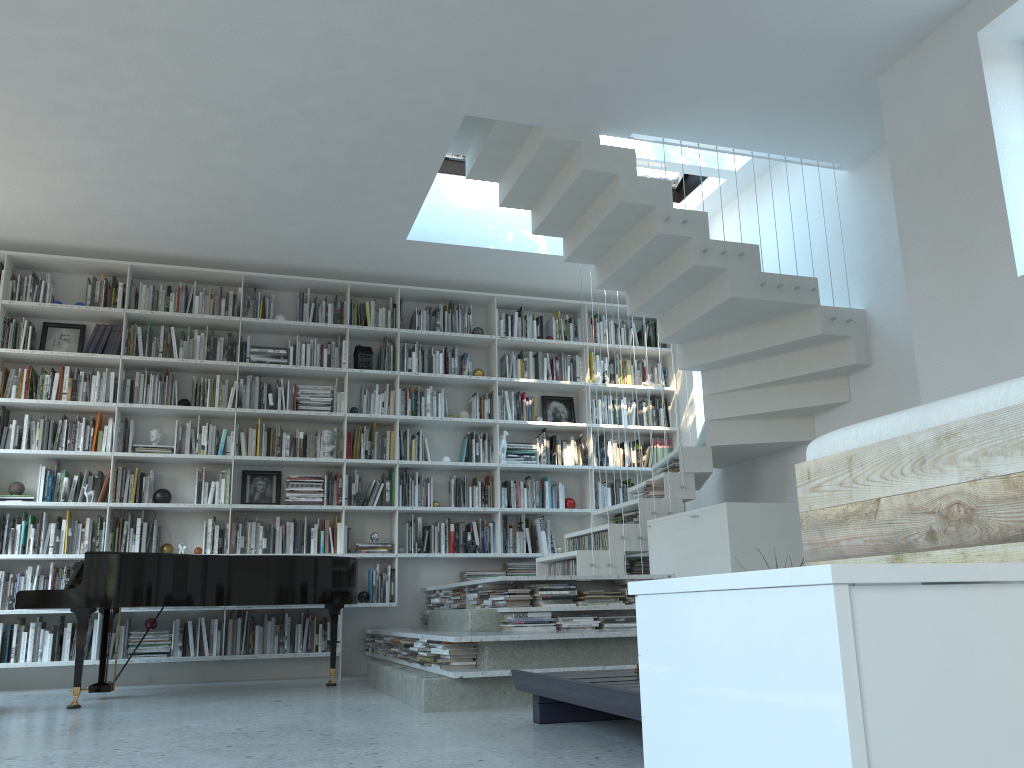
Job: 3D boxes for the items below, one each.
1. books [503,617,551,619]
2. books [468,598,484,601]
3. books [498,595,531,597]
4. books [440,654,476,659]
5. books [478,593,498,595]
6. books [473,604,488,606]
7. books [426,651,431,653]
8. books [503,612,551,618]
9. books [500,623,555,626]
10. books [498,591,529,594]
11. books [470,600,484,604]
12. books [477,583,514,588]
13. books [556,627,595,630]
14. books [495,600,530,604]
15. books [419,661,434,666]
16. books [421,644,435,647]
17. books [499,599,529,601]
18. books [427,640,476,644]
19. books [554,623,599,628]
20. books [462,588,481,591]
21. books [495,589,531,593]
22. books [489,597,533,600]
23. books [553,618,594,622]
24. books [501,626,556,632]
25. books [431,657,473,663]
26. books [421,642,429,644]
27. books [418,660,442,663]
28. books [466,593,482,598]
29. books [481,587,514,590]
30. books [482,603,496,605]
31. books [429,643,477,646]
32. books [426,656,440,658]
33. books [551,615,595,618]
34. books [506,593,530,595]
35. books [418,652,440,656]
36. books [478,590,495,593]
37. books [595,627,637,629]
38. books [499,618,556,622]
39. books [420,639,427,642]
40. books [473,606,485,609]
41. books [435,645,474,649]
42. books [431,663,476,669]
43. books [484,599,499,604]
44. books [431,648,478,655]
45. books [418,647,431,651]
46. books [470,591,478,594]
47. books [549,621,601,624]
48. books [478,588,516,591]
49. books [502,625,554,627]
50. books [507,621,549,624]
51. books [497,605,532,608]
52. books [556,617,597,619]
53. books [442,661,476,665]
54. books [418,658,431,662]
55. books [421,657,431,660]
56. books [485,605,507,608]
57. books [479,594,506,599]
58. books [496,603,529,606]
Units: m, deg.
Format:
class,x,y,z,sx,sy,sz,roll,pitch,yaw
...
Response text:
class,x,y,z,sx,sy,sz,roll,pitch,yaw
books,0.083,1.343,5.090,0.257,0.010,0.132,2,-15,-13
books,-0.187,1.417,5.841,0.178,0.015,0.188,2,-15,-12
books,0.014,1.272,5.312,0.137,0.012,0.243,3,-15,-16
books,-0.276,1.388,4.536,0.137,0.019,0.225,3,-15,-16
books,-0.094,1.317,5.566,0.187,0.009,0.251,3,-15,-17
books,-0.159,1.455,5.841,0.136,0.013,0.259,3,-15,-17
books,-0.380,1.453,4.815,0.150,0.004,0.291,2,-15,-13
books,0.087,1.323,5.081,0.234,0.025,0.158,5,-16,-22
books,0.087,1.377,5.072,0.285,0.008,0.160,4,-15,-19
books,0.009,1.251,5.315,0.132,0.009,0.270,2,-15,-13
books,-0.176,1.436,5.840,0.167,0.024,0.192,3,-15,-16
books,-0.105,1.269,5.574,0.189,0.022,0.238,2,-15,-12
books,0.357,1.419,5.154,0.208,0.015,0.153,4,-15,-19
books,0.004,1.303,5.301,0.152,0.015,0.208,4,-15,-20
books,-0.398,1.509,4.796,0.191,0.016,0.209,2,-15,-12
books,-0.384,1.421,4.822,0.175,0.006,0.252,3,-15,-17
books,0.011,1.293,5.305,0.134,0.006,0.227,2,-15,-13
books,-0.310,1.320,4.542,0.192,0.014,0.257,4,-15,-21
books,0.361,1.399,5.144,0.232,0.019,0.170,5,-16,-22
books,-0.196,1.358,5.853,0.192,0.014,0.257,4,-15,-21
books,0.006,1.240,5.317,0.149,0.014,0.229,4,-15,-19
books,-0.009,1.283,5.302,0.185,0.014,0.298,3,-15,-18
books,0.354,1.375,5.172,0.211,0.018,0.135,2,-15,-14
books,0.093,1.393,5.048,0.262,0.023,0.200,4,-15,-19
books,-0.306,1.404,4.522,0.187,0.017,0.206,2,-15,-12
books,-0.393,1.405,4.823,0.178,0.010,0.196,2,-15,-12
books,-0.388,1.498,4.802,0.178,0.009,0.277,4,-15,-19
books,-0.182,1.396,5.848,0.174,0.029,0.251,4,-15,-19
books,-0.091,1.285,5.574,0.170,0.008,0.209,2,-15,-14
books,-0.084,1.378,5.553,0.154,0.007,0.293,2,-15,-14
books,-0.303,1.332,4.541,0.176,0.010,0.267,4,-15,-21
books,-0.372,1.476,4.812,0.154,0.014,0.197,3,-15,-17
books,0.354,1.354,5.173,0.220,0.013,0.149,3,-15,-18
books,0.035,1.262,5.321,0.091,0.011,0.190,4,-15,-19
books,-0.392,1.461,4.809,0.191,0.015,0.247,3,-15,-16
books,-0.092,1.302,5.570,0.168,0.013,0.282,4,-15,-20
books,0.627,1.439,5.242,0.249,0.009,0.144,3,-15,-18
books,0.087,1.351,5.076,0.292,0.012,0.160,2,-15,-14
books,-0.394,1.392,4.826,0.182,0.016,0.257,2,-15,-14
books,-0.167,1.468,5.835,0.132,0.016,0.263,2,-15,-12
books,-0.296,1.344,4.540,0.165,0.015,0.243,2,-15,-13
books,-0.299,1.435,4.516,0.184,0.017,0.231,3,-15,-15
books,-0.079,1.362,5.559,0.155,0.028,0.190,3,-15,-16
books,-0.296,1.365,4.535,0.156,0.027,0.288,5,-16,-22
books,-0.391,1.438,4.816,0.168,0.013,0.282,5,-16,-22
books,-0.173,1.374,5.857,0.145,0.017,0.209,5,-16,-22
books,0.357,1.387,5.157,0.272,0.012,0.159,4,-15,-19
books,-0.091,1.292,5.573,0.171,0.007,0.261,4,-15,-19
books,0.087,1.384,5.070,0.264,0.006,0.165,3,-15,-16
books,0.088,1.362,5.069,0.210,0.012,0.168,2,-15,-13
books,0.014,1.328,5.297,0.144,0.009,0.250,3,-15,-17
books,0.355,1.362,5.169,0.242,0.005,0.153,3,-15,-16
books,-0.271,1.421,4.529,0.132,0.014,0.206,3,-15,-17
books,-0.394,1.491,4.801,0.191,0.006,0.276,3,-15,-15
books,-0.380,1.486,4.807,0.170,0.006,0.269,3,-15,-17
books,-0.080,1.392,5.551,0.142,0.020,0.231,2,-15,-12
books,-0.089,1.335,5.563,0.177,0.026,0.231,3,-15,-17
books,-0.001,1.316,5.296,0.161,0.014,0.213,2,-15,-13
